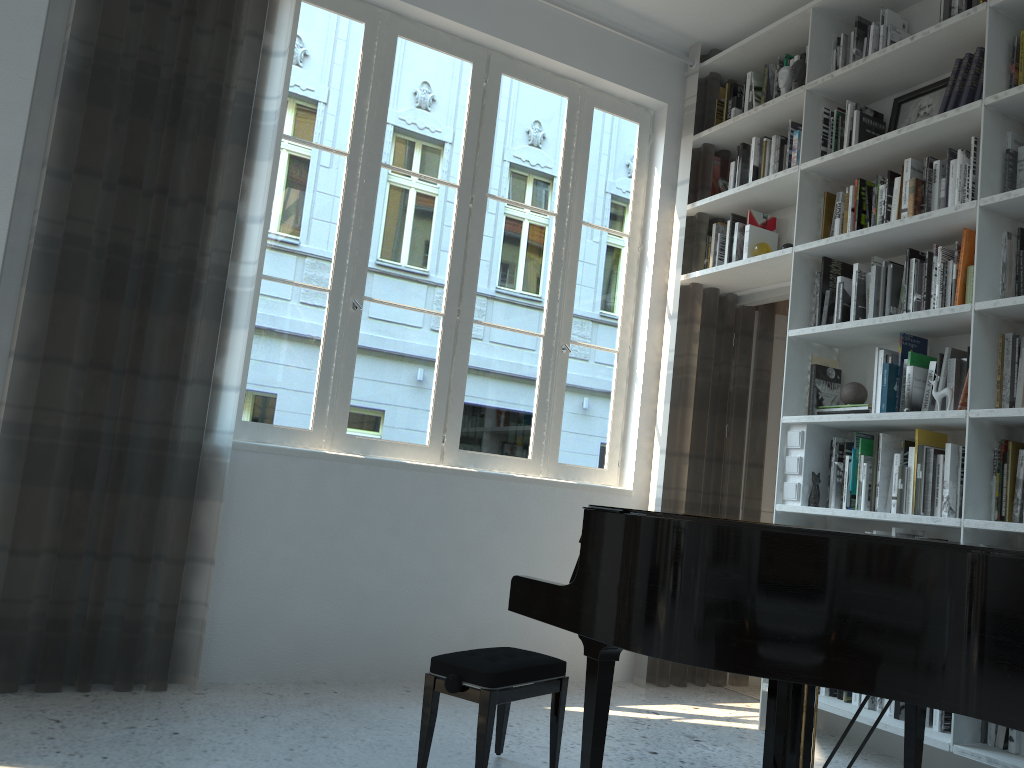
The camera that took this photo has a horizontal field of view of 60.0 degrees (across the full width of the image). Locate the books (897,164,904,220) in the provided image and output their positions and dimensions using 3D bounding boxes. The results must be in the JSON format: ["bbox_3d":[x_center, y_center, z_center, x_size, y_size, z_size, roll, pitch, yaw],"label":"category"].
[{"bbox_3d":[1.607,-0.718,3.526,0.187,0.271,0.023,10,-7,-28],"label":"books"}]

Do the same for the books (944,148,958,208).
[{"bbox_3d":[1.706,-0.734,3.361,0.188,0.280,0.012,10,-7,-28],"label":"books"}]

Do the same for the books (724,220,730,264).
[{"bbox_3d":[1.131,-0.661,4.420,0.156,0.281,0.022,10,-7,-28],"label":"books"}]

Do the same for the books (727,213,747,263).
[{"bbox_3d":[1.138,-0.675,4.365,0.187,0.296,0.013,10,-7,-28],"label":"books"}]

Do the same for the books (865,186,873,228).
[{"bbox_3d":[1.529,-0.694,3.700,0.134,0.249,0.047,10,-7,-28],"label":"books"}]

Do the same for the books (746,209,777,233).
[{"bbox_3d":[1.199,-0.679,4.288,0.179,0.298,0.013,10,-7,-28],"label":"books"}]

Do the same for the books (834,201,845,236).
[{"bbox_3d":[1.450,-0.663,3.793,0.175,0.195,0.026,10,-8,-28],"label":"books"}]

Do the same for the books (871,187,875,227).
[{"bbox_3d":[1.546,-0.685,3.675,0.149,0.230,0.012,10,-7,-28],"label":"books"}]

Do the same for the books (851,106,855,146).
[{"bbox_3d":[1.519,-1.053,3.807,0.168,0.249,0.011,10,-7,-28],"label":"books"}]

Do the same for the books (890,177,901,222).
[{"bbox_3d":[1.595,-0.697,3.574,0.162,0.238,0.047,10,-8,-28],"label":"books"}]

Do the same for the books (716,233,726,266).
[{"bbox_3d":[1.098,-0.630,4.453,0.181,0.220,0.010,10,-7,-28],"label":"books"}]

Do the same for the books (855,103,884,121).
[{"bbox_3d":[1.524,-1.056,3.797,0.166,0.254,0.012,10,-7,-28],"label":"books"}]

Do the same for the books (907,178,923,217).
[{"bbox_3d":[1.622,-0.686,3.468,0.192,0.195,0.029,10,-8,-28],"label":"books"}]

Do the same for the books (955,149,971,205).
[{"bbox_3d":[1.724,-0.729,3.316,0.174,0.263,0.022,10,-7,-28],"label":"books"}]

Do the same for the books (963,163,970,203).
[{"bbox_3d":[1.741,-0.700,3.304,0.172,0.206,0.013,10,-7,-28],"label":"books"}]

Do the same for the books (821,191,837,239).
[{"bbox_3d":[1.421,-0.690,3.872,0.180,0.263,0.012,10,-7,-28],"label":"books"}]

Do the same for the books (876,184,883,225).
[{"bbox_3d":[1.557,-0.688,3.637,0.170,0.228,0.011,10,-7,-28],"label":"books"}]

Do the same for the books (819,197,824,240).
[{"bbox_3d":[1.419,-0.681,3.909,0.161,0.253,0.012,10,-7,-28],"label":"books"}]

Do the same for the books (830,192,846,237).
[{"bbox_3d":[1.452,-0.688,3.847,0.153,0.258,0.062,10,-8,-28],"label":"books"}]

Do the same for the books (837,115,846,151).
[{"bbox_3d":[1.484,-1.035,3.848,0.186,0.218,0.018,10,-8,-28],"label":"books"}]

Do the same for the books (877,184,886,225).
[{"bbox_3d":[1.560,-0.685,3.615,0.173,0.217,0.031,10,-8,-28],"label":"books"}]

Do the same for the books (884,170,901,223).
[{"bbox_3d":[1.578,-0.713,3.601,0.180,0.272,0.014,10,-7,-28],"label":"books"}]

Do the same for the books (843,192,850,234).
[{"bbox_3d":[1.480,-0.681,3.767,0.172,0.229,0.030,10,-7,-28],"label":"books"}]

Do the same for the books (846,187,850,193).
[{"bbox_3d":[1.476,-0.695,3.789,0.151,0.262,0.010,10,-7,-28],"label":"books"}]

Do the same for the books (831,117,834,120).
[{"bbox_3d":[1.462,-1.037,3.896,0.184,0.228,0.009,10,-7,-28],"label":"books"}]

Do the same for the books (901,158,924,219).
[{"bbox_3d":[1.616,-0.728,3.501,0.185,0.285,0.030,10,-7,-28],"label":"books"}]

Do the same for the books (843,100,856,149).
[{"bbox_3d":[1.506,-1.066,3.836,0.191,0.280,0.005,10,-7,-28],"label":"books"}]

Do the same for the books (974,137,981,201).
[{"bbox_3d":[1.765,-0.745,3.258,0.169,0.289,0.022,10,-7,-28],"label":"books"}]

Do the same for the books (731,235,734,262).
[{"bbox_3d":[1.153,-0.623,4.350,0.181,0.192,0.024,10,-8,-28],"label":"books"}]

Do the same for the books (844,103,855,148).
[{"bbox_3d":[1.504,-1.057,3.818,0.183,0.258,0.023,10,-7,-28],"label":"books"}]

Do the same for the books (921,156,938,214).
[{"bbox_3d":[1.664,-0.728,3.462,0.161,0.285,0.025,10,-7,-28],"label":"books"}]

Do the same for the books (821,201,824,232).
[{"bbox_3d":[1.418,-0.673,3.889,0.151,0.232,0.022,10,-7,-28],"label":"books"}]

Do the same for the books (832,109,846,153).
[{"bbox_3d":[1.473,-1.052,3.888,0.184,0.259,0.009,10,-7,-28],"label":"books"}]

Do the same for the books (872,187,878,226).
[{"bbox_3d":[1.544,-0.683,3.644,0.164,0.217,0.014,10,-7,-28],"label":"books"}]

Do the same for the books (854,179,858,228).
[{"bbox_3d":[1.504,-0.708,3.737,0.164,0.280,0.020,10,-7,-28],"label":"books"}]

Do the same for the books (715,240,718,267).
[{"bbox_3d":[1.095,-0.616,4.472,0.160,0.197,0.029,10,-8,-28],"label":"books"}]

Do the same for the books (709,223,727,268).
[{"bbox_3d":[1.080,-0.657,4.495,0.170,0.281,0.023,10,-7,-28],"label":"books"}]

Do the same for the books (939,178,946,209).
[{"bbox_3d":[1.691,-0.682,3.401,0.136,0.185,0.022,10,-7,-28],"label":"books"}]

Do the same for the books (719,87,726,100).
[{"bbox_3d":[1.129,-1.389,4.646,0.180,0.307,0.012,10,-7,-28],"label":"books"}]

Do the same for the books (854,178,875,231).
[{"bbox_3d":[1.502,-0.709,3.718,0.164,0.277,0.011,10,-7,-28],"label":"books"}]

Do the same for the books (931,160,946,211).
[{"bbox_3d":[1.684,-0.717,3.428,0.158,0.260,0.029,10,-7,-28],"label":"books"}]

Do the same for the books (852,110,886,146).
[{"bbox_3d":[1.521,-1.038,3.780,0.185,0.213,0.012,10,-8,-28],"label":"books"}]

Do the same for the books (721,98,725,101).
[{"bbox_3d":[1.142,-1.355,4.638,0.151,0.241,0.011,10,-7,-28],"label":"books"}]

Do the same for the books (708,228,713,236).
[{"bbox_3d":[1.042,-0.651,4.539,0.189,0.272,0.011,10,-7,-28],"label":"books"}]

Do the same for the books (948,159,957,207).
[{"bbox_3d":[1.710,-0.711,3.338,0.172,0.230,0.030,10,-7,-28],"label":"books"}]

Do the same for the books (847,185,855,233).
[{"bbox_3d":[1.491,-0.693,3.748,0.187,0.252,0.014,10,-7,-28],"label":"books"}]

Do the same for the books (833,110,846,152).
[{"bbox_3d":[1.470,-1.048,3.867,0.189,0.246,0.004,10,-7,-28],"label":"books"}]

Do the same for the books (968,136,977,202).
[{"bbox_3d":[1.746,-0.746,3.267,0.182,0.290,0.012,10,-7,-28],"label":"books"}]

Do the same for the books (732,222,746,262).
[{"bbox_3d":[1.155,-0.649,4.315,0.189,0.236,0.021,10,-7,-28],"label":"books"}]

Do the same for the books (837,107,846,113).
[{"bbox_3d":[1.476,-1.063,3.914,0.144,0.288,0.006,10,-7,-28],"label":"books"}]

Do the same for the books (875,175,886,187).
[{"bbox_3d":[1.551,-0.710,3.665,0.150,0.277,0.012,10,-7,-28],"label":"books"}]

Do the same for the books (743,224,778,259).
[{"bbox_3d":[1.193,-0.640,4.258,0.187,0.211,0.029,10,-8,-28],"label":"books"}]

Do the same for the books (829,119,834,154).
[{"bbox_3d":[1.456,-1.031,3.885,0.186,0.214,0.004,10,-7,-28],"label":"books"}]

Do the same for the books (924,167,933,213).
[{"bbox_3d":[1.660,-0.704,3.438,0.171,0.232,0.013,10,-7,-28],"label":"books"}]
